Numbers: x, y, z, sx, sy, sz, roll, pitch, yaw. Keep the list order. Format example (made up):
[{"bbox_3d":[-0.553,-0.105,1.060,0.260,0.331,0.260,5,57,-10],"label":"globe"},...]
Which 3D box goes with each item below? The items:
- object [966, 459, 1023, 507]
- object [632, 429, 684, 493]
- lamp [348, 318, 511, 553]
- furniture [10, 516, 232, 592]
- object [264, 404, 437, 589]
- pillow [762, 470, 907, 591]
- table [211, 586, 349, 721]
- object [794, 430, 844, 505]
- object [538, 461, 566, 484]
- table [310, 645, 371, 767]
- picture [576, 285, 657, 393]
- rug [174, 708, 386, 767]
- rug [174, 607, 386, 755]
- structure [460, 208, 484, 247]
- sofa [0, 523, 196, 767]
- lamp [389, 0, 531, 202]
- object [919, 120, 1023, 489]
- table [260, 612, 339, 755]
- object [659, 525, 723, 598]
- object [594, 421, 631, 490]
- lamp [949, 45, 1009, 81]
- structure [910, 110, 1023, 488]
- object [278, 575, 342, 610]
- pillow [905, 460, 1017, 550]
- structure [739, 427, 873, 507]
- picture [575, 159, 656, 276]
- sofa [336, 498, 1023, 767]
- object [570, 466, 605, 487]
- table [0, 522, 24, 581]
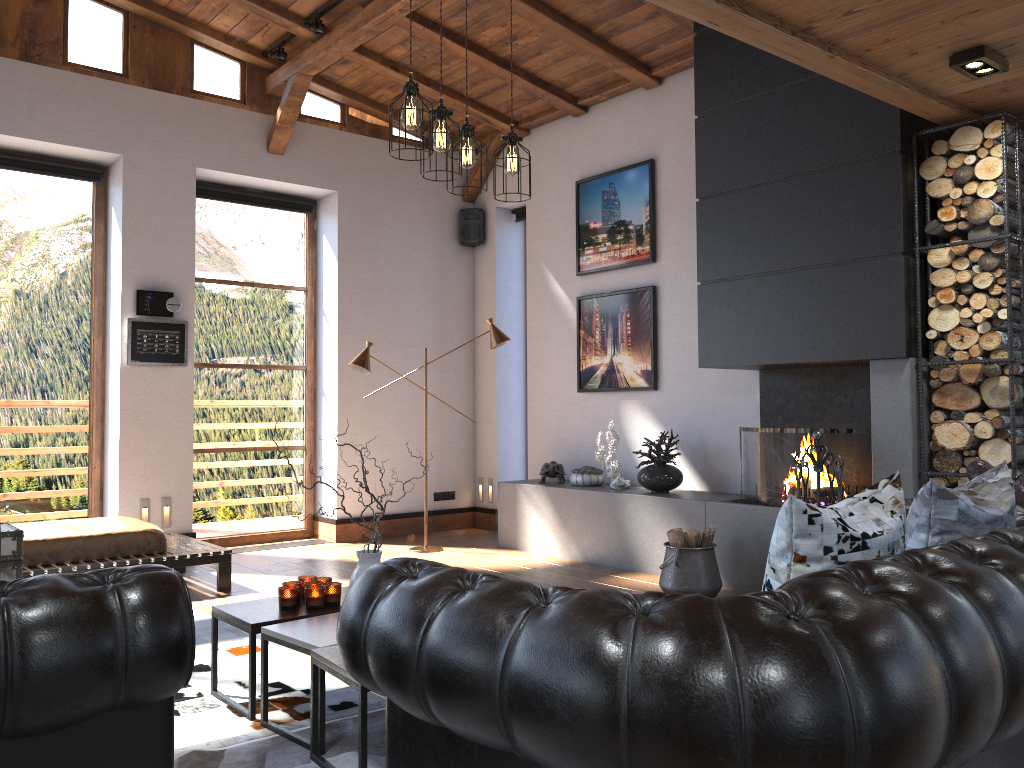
[{"bbox_3d":[1.986,0.467,3.599,0.248,0.319,0.149,0,-2,2],"label":"object"},{"bbox_3d":[1.073,0.556,6.434,0.335,0.455,0.339,0,-2,-14],"label":"object"},{"bbox_3d":[-0.687,0.408,7.208,1.332,1.900,0.523,0,-3,-19],"label":"lamp"},{"bbox_3d":[-3.233,1.092,5.227,2.792,0.437,1.161,1,-2,-39],"label":"furniture"},{"bbox_3d":[-0.578,0.473,3.315,0.626,0.808,0.402,1,-3,-28],"label":"object"},{"bbox_3d":[0.811,0.464,2.258,0.534,0.469,0.280,1,-3,-36],"label":"pillow"},{"bbox_3d":[-0.823,1.063,3.595,0.658,0.350,0.395,1,-3,-39],"label":"table"},{"bbox_3d":[1.693,0.764,4.881,0.307,1.018,0.308,-1,-2,6],"label":"object"},{"bbox_3d":[0.333,0.729,7.347,0.226,0.183,0.406,-1,-2,5],"label":"object"},{"bbox_3d":[-0.274,1.038,2.903,0.657,0.350,0.395,1,-2,-34],"label":"table"},{"bbox_3d":[0.834,-0.345,7.201,0.036,0.816,0.869,2,-3,-39],"label":"picture"},{"bbox_3d":[0.230,1.176,2.407,4.091,0.053,2.402,1,-2,-39],"label":"rug"},{"bbox_3d":[-2.582,1.245,4.098,2.460,0.053,3.762,1,-2,-38],"label":"rug"},{"bbox_3d":[-0.389,-1.523,8.625,0.216,0.349,0.211,2,-3,-39],"label":"structure"},{"bbox_3d":[-1.937,0.800,2.517,1.254,0.839,2.534,1,-2,-40],"label":"sofa"},{"bbox_3d":[-0.245,-1.972,3.979,0.258,2.203,0.812,-3,-3,42],"label":"lamp"},{"bbox_3d":[2.516,-0.043,4.722,0.472,2.613,0.487,2,-3,-39],"label":"object"},{"bbox_3d":[-0.530,1.051,3.275,0.658,0.350,0.395,1,-3,-44],"label":"table"},{"bbox_3d":[1.097,1.083,5.458,0.386,0.431,0.382,0,-2,-13],"label":"object"},{"bbox_3d":[0.751,0.540,6.727,0.257,0.532,0.430,-1,-2,20],"label":"object"},{"bbox_3d":[2.074,-1.431,3.936,0.264,0.068,0.153,1,-2,-39],"label":"lamp"},{"bbox_3d":[2.513,-0.050,4.711,0.518,2.618,0.496,2,-3,-39],"label":"structure"},{"bbox_3d":[-0.809,0.847,3.615,0.246,0.081,0.302,0,-2,-1],"label":"object"},{"bbox_3d":[1.344,0.474,2.694,0.534,0.469,0.280,1,-3,-36],"label":"pillow"},{"bbox_3d":[1.746,0.527,5.424,0.185,0.514,0.970,2,-3,-39],"label":"structure"},{"bbox_3d":[0.829,-1.340,7.245,0.036,0.816,0.869,2,-3,-39],"label":"picture"},{"bbox_3d":[0.936,0.779,2.409,2.596,0.839,1.224,1,-2,-40],"label":"sofa"},{"bbox_3d":[0.595,0.731,7.055,0.262,0.161,0.277,1,-2,-37],"label":"object"},{"bbox_3d":[-2.485,0.965,4.016,0.422,0.609,0.400,2,-3,-39],"label":"table"}]
